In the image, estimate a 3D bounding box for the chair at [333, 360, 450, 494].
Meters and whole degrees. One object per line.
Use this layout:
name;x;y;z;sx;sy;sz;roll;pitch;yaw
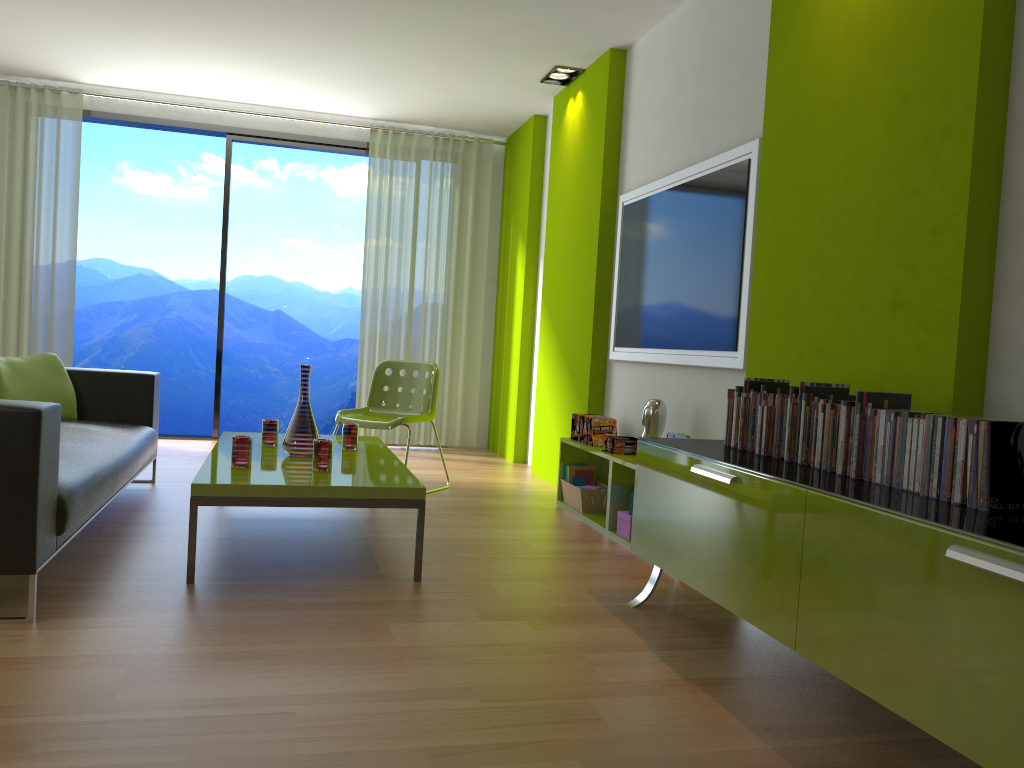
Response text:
chair;-0.745;0.237;5.300;0.640;0.759;0.546;4;2;24

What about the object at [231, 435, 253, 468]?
object;-1.053;0.265;3.459;0.076;0.122;0.075;4;2;20

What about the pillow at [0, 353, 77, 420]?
pillow;-2.426;0.023;4.444;0.269;0.362;0.399;5;3;34

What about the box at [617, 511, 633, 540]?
box;0.601;0.667;4.177;0.202;0.116;0.135;3;2;-20

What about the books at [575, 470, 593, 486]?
books;0.406;0.578;5.002;0.105;0.182;0.031;3;2;-15

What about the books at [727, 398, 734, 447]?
books;0.816;0.138;3.037;0.163;0.171;0.017;3;2;-15

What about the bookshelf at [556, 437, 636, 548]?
bookshelf;0.618;0.545;4.335;0.306;0.378;1.630;3;2;-15

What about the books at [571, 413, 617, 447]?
books;0.453;0.253;4.861;0.147;0.150;0.370;3;2;-15

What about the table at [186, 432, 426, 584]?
table;-0.923;0.486;3.940;0.810;0.349;1.682;3;2;-15

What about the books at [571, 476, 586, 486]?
books;0.373;0.594;4.981;0.086;0.148;0.025;3;2;-15

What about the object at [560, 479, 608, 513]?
object;0.418;0.618;4.894;0.213;0.129;0.367;3;2;-15

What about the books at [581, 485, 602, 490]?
books;0.434;0.567;4.846;0.087;0.008;0.110;4;3;25

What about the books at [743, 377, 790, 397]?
books;0.840;0.105;2.953;0.163;0.246;0.017;3;2;-15

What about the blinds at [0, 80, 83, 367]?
blinds;-3.739;-0.926;6.505;1.012;2.568;0.067;3;2;-15

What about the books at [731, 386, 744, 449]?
books;0.825;0.118;2.988;0.172;0.215;0.030;3;2;-15

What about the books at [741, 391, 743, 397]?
books;0.836;0.126;2.969;0.161;0.201;0.013;3;2;-15

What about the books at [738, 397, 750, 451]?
books;0.835;0.137;2.932;0.180;0.183;0.025;3;2;-15

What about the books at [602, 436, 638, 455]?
books;0.554;0.308;4.467;0.164;0.078;0.172;3;2;-16

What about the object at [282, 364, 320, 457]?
object;-0.912;0.116;3.877;0.168;0.400;0.168;2;3;-29

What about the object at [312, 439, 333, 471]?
object;-0.747;0.282;3.501;0.075;0.122;0.076;5;3;41

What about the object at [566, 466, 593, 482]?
object;0.384;0.566;5.044;0.158;0.200;0.040;3;2;-15

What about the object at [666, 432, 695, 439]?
object;0.728;0.303;3.794;0.047;0.176;0.340;3;2;-10

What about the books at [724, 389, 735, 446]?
books;0.812;0.121;3.056;0.163;0.201;0.025;3;2;-15

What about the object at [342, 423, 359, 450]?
object;-0.771;0.252;4.227;0.076;0.122;0.075;4;2;20

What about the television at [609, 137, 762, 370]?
television;0.790;-0.566;4.335;0.028;0.941;1.537;3;2;-15

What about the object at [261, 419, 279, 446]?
object;-1.142;0.231;4.187;0.076;0.122;0.075;4;2;20

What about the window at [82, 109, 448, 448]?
window;-2.110;-0.772;7.167;3.336;2.498;0.219;3;2;-15

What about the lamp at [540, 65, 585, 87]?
lamp;0.324;-2.033;5.683;0.192;0.131;0.352;3;2;-15

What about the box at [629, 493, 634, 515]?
box;0.615;0.564;4.167;0.102;0.093;0.138;4;2;20

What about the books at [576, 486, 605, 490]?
books;0.439;0.585;4.830;0.143;0.025;0.182;3;2;-15

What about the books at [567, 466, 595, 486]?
books;0.390;0.566;5.021;0.158;0.202;0.051;3;2;-15

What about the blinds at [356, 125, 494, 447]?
blinds;-0.724;-0.778;7.294;1.012;2.568;0.067;3;2;-15

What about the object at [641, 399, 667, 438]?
object;0.666;0.222;4.161;0.107;0.305;0.107;5;3;42

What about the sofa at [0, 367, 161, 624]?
sofa;-2.130;0.284;3.634;1.061;0.639;2.583;3;2;-15
